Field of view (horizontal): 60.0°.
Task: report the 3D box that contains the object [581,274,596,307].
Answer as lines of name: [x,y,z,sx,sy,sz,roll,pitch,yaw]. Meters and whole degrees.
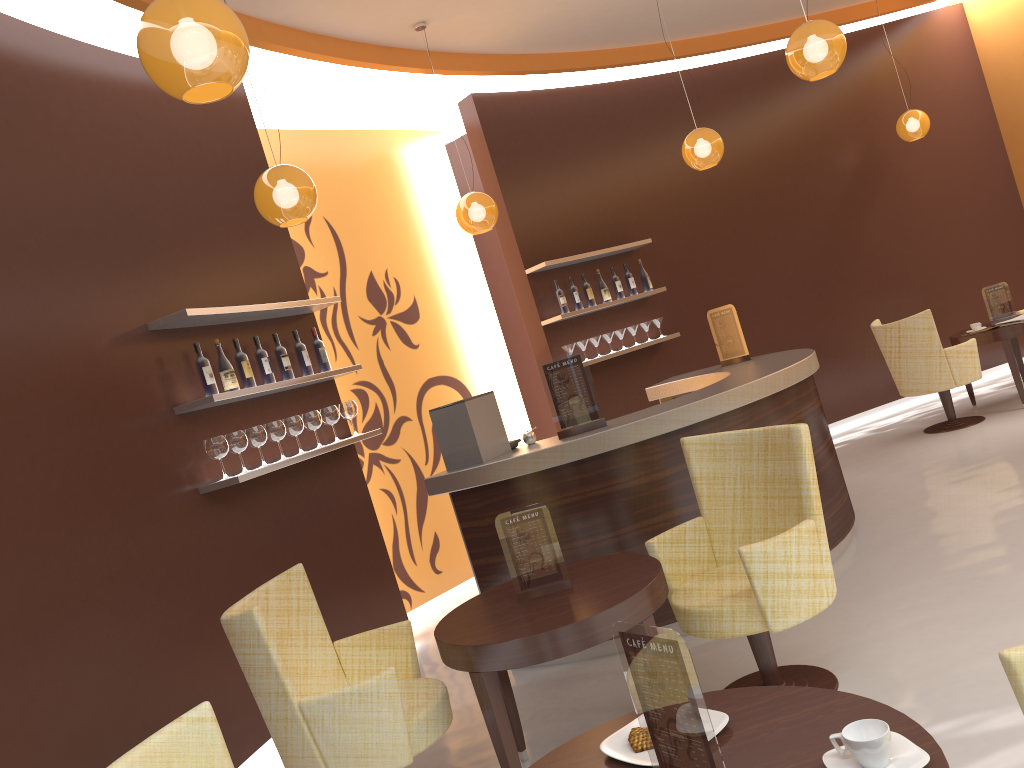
object: [0.643,-0.793,7.537,0.073,0.297,0.073,-17,1,-9]

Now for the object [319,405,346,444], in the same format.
object: [-1.094,0.248,5.409,0.125,0.221,0.125,-17,1,18]

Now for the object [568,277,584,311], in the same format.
object: [0.527,-0.756,7.439,0.073,0.297,0.073,-17,1,31]

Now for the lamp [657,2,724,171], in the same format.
lamp: [1.191,-2.276,6.365,0.299,1.500,0.299,-17,1,12]

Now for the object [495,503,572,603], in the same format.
object: [0.075,0.622,3.288,0.209,0.335,0.042,-17,1,7]

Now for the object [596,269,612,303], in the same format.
object: [0.782,-0.842,7.652,0.086,0.303,0.086,-17,1,-23]

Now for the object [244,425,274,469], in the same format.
object: [-1.373,0.342,4.812,0.125,0.221,0.125,-17,1,18]

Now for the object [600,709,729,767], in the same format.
object: [0.318,0.733,1.846,0.234,0.020,0.234,-18,1,-35]

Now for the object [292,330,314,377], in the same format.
object: [-1.264,-0.179,5.331,0.073,0.297,0.073,-17,1,-9]

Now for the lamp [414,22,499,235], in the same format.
lamp: [-0.423,-1.779,6.175,0.299,1.500,0.299,-17,1,12]

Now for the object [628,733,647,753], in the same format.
object: [0.269,0.737,1.825,0.051,0.018,0.054,-17,1,-8]

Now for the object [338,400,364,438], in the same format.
object: [-1.007,0.220,5.551,0.125,0.221,0.125,-17,1,18]

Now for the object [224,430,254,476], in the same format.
object: [-1.433,0.362,4.662,0.125,0.221,0.125,-17,1,18]

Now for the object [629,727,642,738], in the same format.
object: [0.274,0.737,1.871,0.052,0.018,0.055,-17,1,18]

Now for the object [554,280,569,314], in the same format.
object: [0.401,-0.716,7.330,0.073,0.297,0.073,-17,1,31]

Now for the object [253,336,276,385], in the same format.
object: [-1.414,-0.129,5.034,0.073,0.297,0.073,-17,1,3]

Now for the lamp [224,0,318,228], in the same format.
lamp: [-1.269,-1.494,4.264,0.299,1.500,0.299,-17,1,-28]

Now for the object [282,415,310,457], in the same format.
object: [-1.242,0.298,5.109,0.125,0.221,0.125,-17,1,18]

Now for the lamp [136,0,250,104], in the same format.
lamp: [-1.070,-1.531,2.475,0.299,1.500,0.299,-17,1,-28]

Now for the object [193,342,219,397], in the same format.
object: [-1.587,-0.070,4.577,0.073,0.297,0.073,-17,1,3]

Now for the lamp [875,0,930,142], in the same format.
lamp: [3.652,-3.057,8.467,0.299,1.500,0.299,-17,1,-6]

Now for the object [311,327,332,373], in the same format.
object: [-1.187,-0.205,5.474,0.073,0.297,0.073,-17,1,3]

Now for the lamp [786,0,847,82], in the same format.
lamp: [1.390,-2.312,4.577,0.299,1.500,0.299,-17,1,-28]

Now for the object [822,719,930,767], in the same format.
object: [0.612,0.621,1.509,0.153,0.069,0.153,-17,1,-6]

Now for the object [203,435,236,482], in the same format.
object: [-1.486,0.380,4.513,0.125,0.221,0.125,-17,1,18]

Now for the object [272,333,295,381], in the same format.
object: [-1.343,-0.153,5.177,0.073,0.297,0.073,-17,1,3]

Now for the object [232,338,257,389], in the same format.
object: [-1.482,-0.106,4.883,0.073,0.297,0.073,-18,1,-37]

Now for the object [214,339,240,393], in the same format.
object: [-1.540,-0.092,4.753,0.086,0.303,0.086,-17,1,-28]

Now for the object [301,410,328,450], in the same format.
object: [-1.169,0.273,5.258,0.125,0.221,0.125,-17,1,18]

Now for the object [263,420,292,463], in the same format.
object: [-1.308,0.320,4.960,0.125,0.221,0.125,-17,1,18]

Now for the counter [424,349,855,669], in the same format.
counter: [1.148,0.576,5.358,1.586,1.100,2.917,-16,1,39]
